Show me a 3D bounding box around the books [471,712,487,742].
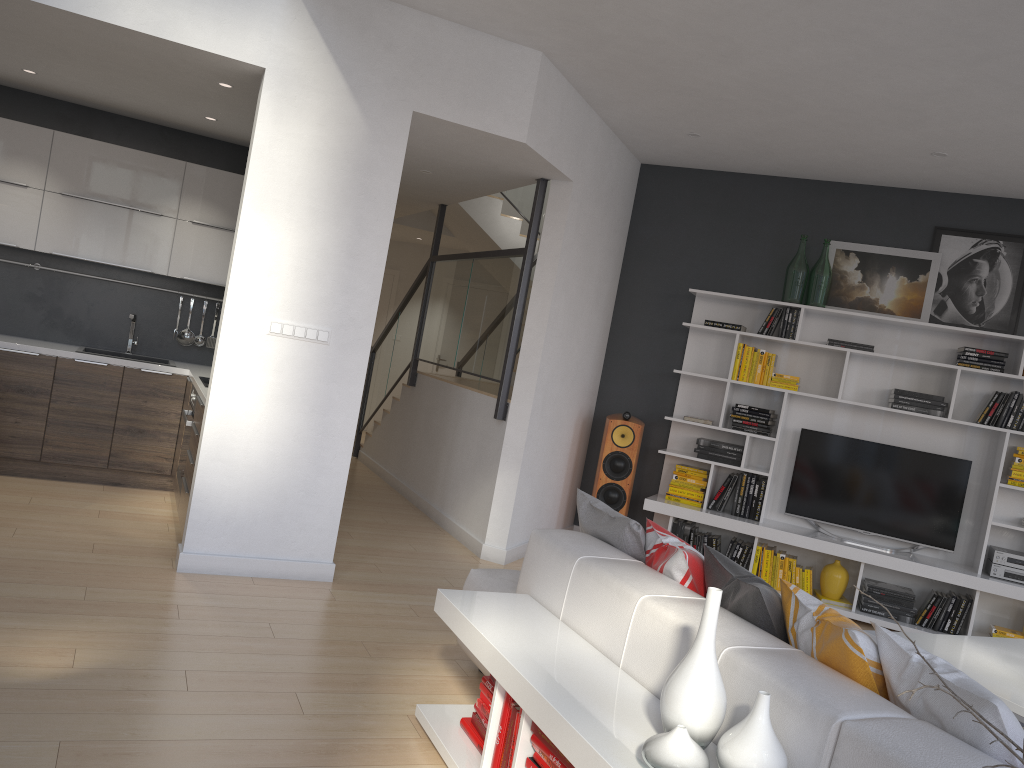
[{"bbox_3d":[0.003,1.155,2.917,0.206,0.034,0.259,10,2,-21],"label":"books"}]

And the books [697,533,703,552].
[{"bbox_3d":[1.361,1.205,6.422,0.049,0.236,0.170,11,2,22],"label":"books"}]

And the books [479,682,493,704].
[{"bbox_3d":[0.021,1.048,2.913,0.179,0.028,0.269,10,2,-22],"label":"books"}]

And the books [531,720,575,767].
[{"bbox_3d":[0.201,0.986,2.421,0.206,0.034,0.259,9,2,-26],"label":"books"}]

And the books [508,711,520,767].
[{"bbox_3d":[0.084,1.099,2.620,0.195,0.259,0.042,10,2,-23],"label":"books"}]

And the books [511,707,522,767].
[{"bbox_3d":[0.104,1.088,2.590,0.214,0.291,0.049,10,2,-23],"label":"books"}]

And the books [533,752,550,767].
[{"bbox_3d":[0.185,1.063,2.404,0.178,0.023,0.236,10,2,-23],"label":"books"}]

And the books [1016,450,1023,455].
[{"bbox_3d":[3.416,0.466,5.770,0.223,0.023,0.163,11,2,26],"label":"books"}]

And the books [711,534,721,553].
[{"bbox_3d":[1.467,1.219,6.379,0.083,0.249,0.191,11,2,22],"label":"books"}]

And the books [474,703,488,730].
[{"bbox_3d":[-0.003,1.123,2.921,0.187,0.026,0.266,10,2,-18],"label":"books"}]

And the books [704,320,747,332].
[{"bbox_3d":[1.562,-0.417,6.486,0.268,0.046,0.208,11,2,25],"label":"books"}]

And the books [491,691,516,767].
[{"bbox_3d":[0.051,1.073,2.720,0.208,0.294,0.036,10,2,-23],"label":"books"}]

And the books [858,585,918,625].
[{"bbox_3d":[2.533,1.486,5.986,0.343,0.137,0.277,11,2,17],"label":"books"}]

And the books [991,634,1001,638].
[{"bbox_3d":[3.164,1.630,5.676,0.169,0.018,0.113,11,2,23],"label":"books"}]

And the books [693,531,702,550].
[{"bbox_3d":[1.341,1.200,6.437,0.053,0.240,0.189,11,2,22],"label":"books"}]

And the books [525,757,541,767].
[{"bbox_3d":[0.181,1.088,2.415,0.191,0.027,0.261,9,2,-28],"label":"books"}]

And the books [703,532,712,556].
[{"bbox_3d":[1.410,1.206,6.406,0.066,0.255,0.193,11,2,21],"label":"books"}]

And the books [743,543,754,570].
[{"bbox_3d":[1.680,1.256,6.312,0.066,0.260,0.197,11,2,22],"label":"books"}]

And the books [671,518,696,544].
[{"bbox_3d":[1.240,1.141,6.488,0.128,0.321,0.259,11,2,22],"label":"books"}]

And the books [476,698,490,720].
[{"bbox_3d":[0.012,1.100,2.914,0.182,0.025,0.257,10,2,-23],"label":"books"}]

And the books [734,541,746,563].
[{"bbox_3d":[1.608,1.250,6.327,0.071,0.243,0.179,11,2,20],"label":"books"}]

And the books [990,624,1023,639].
[{"bbox_3d":[3.183,1.596,5.700,0.186,0.026,0.138,11,2,21],"label":"books"}]

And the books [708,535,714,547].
[{"bbox_3d":[1.434,1.217,6.388,0.066,0.242,0.177,11,2,21],"label":"books"}]

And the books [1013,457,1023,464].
[{"bbox_3d":[3.405,0.516,5.774,0.239,0.033,0.176,11,2,25],"label":"books"}]

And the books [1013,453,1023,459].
[{"bbox_3d":[3.405,0.488,5.777,0.227,0.022,0.160,12,3,37],"label":"books"}]

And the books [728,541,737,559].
[{"bbox_3d":[1.557,1.242,6.334,0.069,0.242,0.172,11,2,22],"label":"books"}]

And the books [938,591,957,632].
[{"bbox_3d":[2.853,1.492,5.833,0.075,0.254,0.192,11,2,21],"label":"books"}]

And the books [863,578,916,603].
[{"bbox_3d":[2.552,1.395,6.006,0.310,0.047,0.250,11,2,17],"label":"books"}]

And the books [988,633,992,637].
[{"bbox_3d":[3.173,1.645,5.693,0.196,0.011,0.148,11,2,22],"label":"books"}]

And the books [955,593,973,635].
[{"bbox_3d":[2.943,1.508,5.796,0.066,0.260,0.197,11,2,22],"label":"books"}]

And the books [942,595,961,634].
[{"bbox_3d":[2.874,1.504,5.817,0.068,0.243,0.179,11,2,20],"label":"books"}]

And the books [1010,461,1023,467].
[{"bbox_3d":[3.392,0.540,5.780,0.239,0.019,0.171,11,2,22],"label":"books"}]

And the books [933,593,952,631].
[{"bbox_3d":[2.821,1.495,5.817,0.069,0.242,0.172,11,2,22],"label":"books"}]

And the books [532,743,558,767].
[{"bbox_3d":[0.190,1.039,2.423,0.182,0.025,0.257,10,2,-23],"label":"books"}]

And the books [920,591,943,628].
[{"bbox_3d":[2.770,1.487,5.866,0.096,0.234,0.187,11,2,22],"label":"books"}]

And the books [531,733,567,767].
[{"bbox_3d":[0.196,1.015,2.402,0.187,0.026,0.266,9,2,-29],"label":"books"}]

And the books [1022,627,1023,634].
[{"bbox_3d":[3.300,1.579,5.650,0.044,0.255,0.198,11,2,22],"label":"books"}]

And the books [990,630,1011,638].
[{"bbox_3d":[3.178,1.616,5.688,0.187,0.014,0.134,11,2,22],"label":"books"}]

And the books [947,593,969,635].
[{"bbox_3d":[2.911,1.506,5.808,0.084,0.249,0.191,11,2,22],"label":"books"}]

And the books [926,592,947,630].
[{"bbox_3d":[2.794,1.492,5.841,0.081,0.233,0.169,11,2,21],"label":"books"}]

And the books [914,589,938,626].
[{"bbox_3d":[2.738,1.480,5.874,0.104,0.234,0.182,11,2,22],"label":"books"}]

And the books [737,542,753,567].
[{"bbox_3d":[1.648,1.254,6.323,0.084,0.249,0.191,11,2,22],"label":"books"}]

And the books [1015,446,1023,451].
[{"bbox_3d":[3.419,0.442,5.793,0.223,0.023,0.163,11,2,26],"label":"books"}]

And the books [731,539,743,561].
[{"bbox_3d":[1.590,1.240,6.348,0.075,0.254,0.192,11,2,21],"label":"books"}]

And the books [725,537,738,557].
[{"bbox_3d":[1.550,1.229,6.368,0.066,0.260,0.197,11,2,22],"label":"books"}]

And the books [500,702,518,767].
[{"bbox_3d":[0.064,1.094,2.690,0.181,0.255,0.031,10,2,-23],"label":"books"}]

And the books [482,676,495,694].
[{"bbox_3d":[0.028,1.023,2.915,0.178,0.025,0.254,9,2,-24],"label":"books"}]

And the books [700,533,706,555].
[{"bbox_3d":[1.379,1.205,6.407,0.050,0.242,0.169,11,2,21],"label":"books"}]

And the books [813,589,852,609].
[{"bbox_3d":[2.200,1.475,6.101,0.204,0.029,0.270,11,2,7],"label":"books"}]

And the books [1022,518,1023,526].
[{"bbox_3d":[3.478,0.931,5.709,0.310,0.047,0.250,11,2,17],"label":"books"}]

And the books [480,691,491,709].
[{"bbox_3d":[0.030,1.077,2.923,0.191,0.028,0.261,10,2,-24],"label":"books"}]

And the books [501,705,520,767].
[{"bbox_3d":[0.078,1.097,2.659,0.207,0.259,0.034,10,2,-23],"label":"books"}]

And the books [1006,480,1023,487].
[{"bbox_3d":[3.362,0.662,5.761,0.257,0.028,0.194,11,2,27],"label":"books"}]

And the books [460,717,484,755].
[{"bbox_3d":[-0.017,1.184,2.930,0.227,0.032,0.301,10,2,-23],"label":"books"}]

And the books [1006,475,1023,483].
[{"bbox_3d":[3.367,0.637,5.769,0.257,0.024,0.203,11,2,25],"label":"books"}]

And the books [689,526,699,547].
[{"bbox_3d":[1.316,1.179,6.452,0.053,0.268,0.202,11,2,21],"label":"books"}]

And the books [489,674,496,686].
[{"bbox_3d":[0.027,0.997,2.903,0.152,0.029,0.206,10,2,-17],"label":"books"}]
